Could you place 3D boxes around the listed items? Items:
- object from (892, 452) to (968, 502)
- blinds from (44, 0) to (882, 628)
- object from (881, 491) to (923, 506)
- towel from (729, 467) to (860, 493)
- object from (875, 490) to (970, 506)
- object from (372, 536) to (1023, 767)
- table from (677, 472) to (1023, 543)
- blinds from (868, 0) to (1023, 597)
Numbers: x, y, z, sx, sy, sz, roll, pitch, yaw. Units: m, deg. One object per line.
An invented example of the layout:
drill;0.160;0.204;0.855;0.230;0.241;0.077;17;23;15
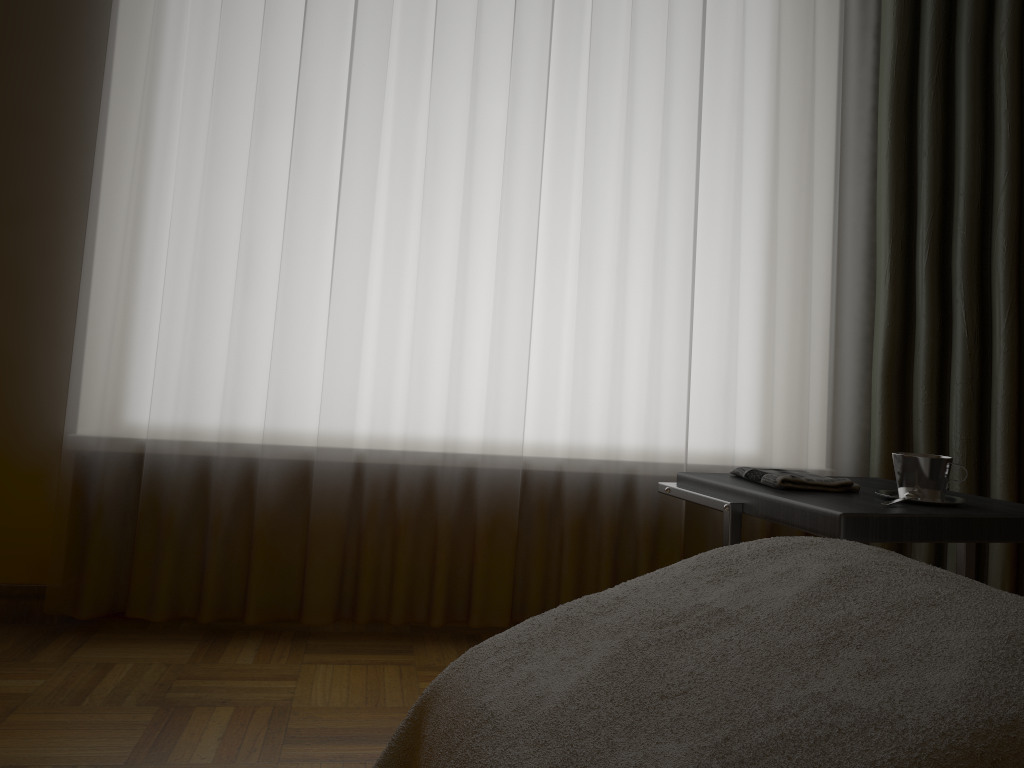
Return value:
object;0.723;0.164;1.546;0.110;0.079;0.097;4;-2;-7
blinds;0.000;-0.511;2.421;2.193;2.306;0.092;4;-5;-9
object;0.646;0.190;1.470;0.123;0.020;0.029;3;-1;-40
towel;0.545;0.184;1.707;0.178;0.035;0.240;3;0;-5
object;0.715;0.200;1.542;0.150;0.009;0.149;3;0;-3
object;0.310;0.455;0.864;0.907;0.523;0.915;4;-1;-9
table;0.652;0.223;1.643;0.498;0.045;0.517;3;0;-18
blinds;1.658;-0.472;2.103;1.533;2.469;0.223;1;-5;36
